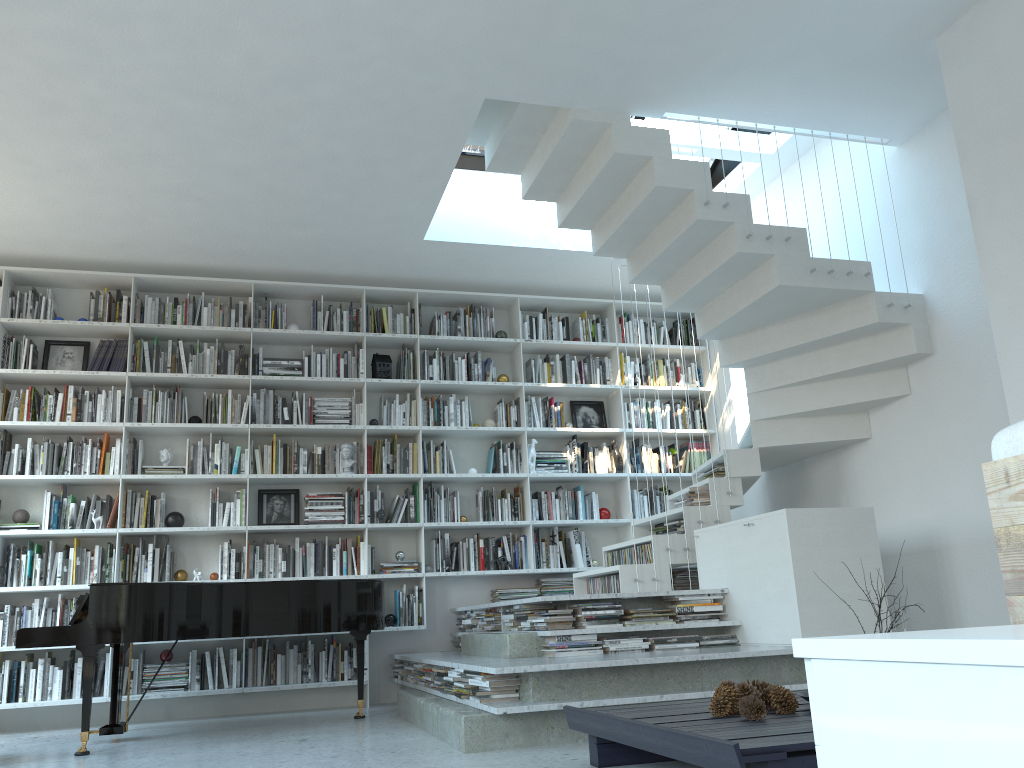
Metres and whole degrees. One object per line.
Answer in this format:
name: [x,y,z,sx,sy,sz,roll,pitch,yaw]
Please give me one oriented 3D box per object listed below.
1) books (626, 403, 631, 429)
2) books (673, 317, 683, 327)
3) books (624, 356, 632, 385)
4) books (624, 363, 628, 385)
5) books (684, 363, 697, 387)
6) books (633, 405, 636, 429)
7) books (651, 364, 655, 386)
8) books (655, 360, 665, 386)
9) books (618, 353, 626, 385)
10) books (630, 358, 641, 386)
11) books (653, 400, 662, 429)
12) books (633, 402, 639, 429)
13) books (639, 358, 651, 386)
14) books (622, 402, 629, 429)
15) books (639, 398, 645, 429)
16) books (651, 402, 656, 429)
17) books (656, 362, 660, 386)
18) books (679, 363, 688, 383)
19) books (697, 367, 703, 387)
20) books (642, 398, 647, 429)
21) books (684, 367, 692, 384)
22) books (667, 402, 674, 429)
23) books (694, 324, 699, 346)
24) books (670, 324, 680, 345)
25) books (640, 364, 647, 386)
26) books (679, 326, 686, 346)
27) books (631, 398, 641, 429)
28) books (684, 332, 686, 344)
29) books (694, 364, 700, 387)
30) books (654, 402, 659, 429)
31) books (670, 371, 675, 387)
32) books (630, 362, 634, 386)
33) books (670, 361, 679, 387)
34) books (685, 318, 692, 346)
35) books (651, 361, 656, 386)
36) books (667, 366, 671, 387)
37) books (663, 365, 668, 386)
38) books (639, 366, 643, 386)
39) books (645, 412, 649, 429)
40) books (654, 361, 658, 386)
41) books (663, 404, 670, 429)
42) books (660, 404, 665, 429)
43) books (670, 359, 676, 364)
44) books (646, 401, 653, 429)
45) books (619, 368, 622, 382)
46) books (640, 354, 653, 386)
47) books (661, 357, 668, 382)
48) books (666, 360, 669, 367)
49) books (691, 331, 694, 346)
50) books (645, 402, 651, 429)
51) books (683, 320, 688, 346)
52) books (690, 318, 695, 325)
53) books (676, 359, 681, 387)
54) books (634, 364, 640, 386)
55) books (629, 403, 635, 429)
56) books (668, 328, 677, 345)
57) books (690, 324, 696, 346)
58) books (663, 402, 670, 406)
books: [0.955,0.304,7.503,0.026,0.249,0.161,1,-15,-16]
books: [1.479,-0.421,7.851,0.014,0.312,0.162,1,-15,-16]
books: [0.956,-0.083,7.497,0.026,0.262,0.189,1,-15,-16]
books: [0.931,-0.054,7.491,0.024,0.204,0.166,1,-15,-16]
books: [1.559,-0.039,7.770,0.029,0.257,0.163,1,-15,-16]
books: [0.998,0.308,7.503,0.011,0.238,0.173,1,-15,-16]
books: [1.167,-0.046,7.568,0.014,0.205,0.184,1,-15,-16]
books: [1.233,-0.056,7.610,0.042,0.241,0.248,1,-15,-16]
books: [0.912,-0.097,7.497,0.010,0.293,0.183,1,-15,-16]
books: [1.043,-0.076,7.543,0.023,0.263,0.158,1,-15,-16]
books: [1.222,0.291,7.570,0.030,0.283,0.167,1,-15,-16]
books: [1.017,0.298,7.505,0.026,0.255,0.174,1,-15,-16]
books: [1.129,-0.072,7.555,0.023,0.253,0.190,1,-15,-16]
books: [0.940,0.298,7.486,0.012,0.253,0.161,1,-15,-16]
books: [1.077,0.283,7.539,0.022,0.296,0.162,1,-15,-16]
books: [1.176,0.301,7.551,0.024,0.258,0.157,1,-15,-16]
books: [1.213,-0.053,7.580,0.013,0.221,0.175,1,-15,-16]
books: [1.470,-0.041,7.736,0.070,0.253,0.155,1,-15,-16]
books: [1.622,-0.022,7.764,0.011,0.216,0.170,1,-15,-16]
books: [1.096,0.283,7.532,0.012,0.292,0.166,1,-15,-16]
books: [1.516,-0.021,7.742,0.023,0.213,0.181,1,-15,-16]
books: [1.330,0.306,7.598,0.023,0.257,0.184,1,-15,-16]
books: [1.599,-0.387,7.854,0.025,0.236,0.188,1,-15,-16]
books: [1.431,-0.391,7.826,0.068,0.246,0.161,1,-15,-16]
books: [1.102,-0.047,7.561,0.025,0.211,0.135,1,-15,-16]
books: [1.476,-0.380,7.815,0.012,0.215,0.193,1,-15,-16]
books: [1.040,0.281,7.501,0.014,0.285,0.186,1,-15,-16]
books: [1.496,-0.375,7.852,0.021,0.222,0.131,1,-15,-16]
books: [1.592,-0.032,7.777,0.040,0.246,0.160,1,-15,-16]
books: [1.199,0.299,7.556,0.022,0.262,0.173,1,-15,-16]
books: [1.363,-0.006,7.708,0.034,0.182,0.157,1,-15,-16]
books: [0.989,-0.061,7.513,0.049,0.223,0.162,1,-15,-16]
books: [1.394,-0.048,7.708,0.022,0.260,0.161,1,-15,-16]
books: [1.533,-0.414,7.837,0.014,0.285,0.190,1,-15,-16]
books: [1.181,-0.061,7.583,0.022,0.241,0.145,1,-15,-16]
books: [1.323,-0.028,7.676,0.013,0.212,0.187,1,-15,-16]
books: [1.294,-0.031,7.674,0.023,0.220,0.172,1,-15,-16]
books: [1.063,-0.033,7.582,0.038,0.198,0.171,1,-15,-16]
books: [1.114,0.341,7.537,0.027,0.179,0.157,1,-15,-16]
books: [1.198,-0.059,7.587,0.012,0.237,0.166,1,-15,-16]
books: [1.300,0.310,7.581,0.045,0.244,0.177,1,-15,-16]
books: [1.267,0.310,7.593,0.012,0.253,0.161,1,-15,-16]
books: [1.403,-0.058,7.737,0.011,0.293,0.151,1,-15,-16]
books: [1.150,0.297,7.554,0.025,0.270,0.153,1,-15,-16]
books: [0.884,-0.091,7.513,0.036,0.293,0.135,1,-15,-16]
books: [1.149,-0.091,7.571,0.022,0.295,0.152,1,-15,-16]
books: [1.306,-0.065,7.695,0.010,0.294,0.166,1,-15,-16]
books: [1.333,-0.054,7.713,0.024,0.280,0.154,1,-15,-16]
books: [1.555,-0.359,7.844,0.036,0.182,0.162,1,-15,-16]
books: [1.134,0.299,7.540,0.013,0.259,0.158,1,-15,-16]
books: [1.512,-0.408,7.862,0.012,0.291,0.140,1,-15,-16]
books: [1.608,-0.418,7.898,0.014,0.318,0.144,1,-15,-16]
books: [1.423,-0.057,7.731,0.023,0.286,0.163,1,-15,-16]
books: [1.027,-0.047,7.514,0.024,0.193,0.190,1,-15,-16]
books: [0.986,0.298,7.483,0.023,0.247,0.182,1,-15,-16]
books: [1.393,-0.370,7.791,0.024,0.192,0.187,1,-15,-16]
books: [1.577,-0.389,7.862,0.014,0.247,0.185,1,-15,-16]
books: [1.339,0.305,7.626,0.010,0.273,0.130,1,-15,-16]
